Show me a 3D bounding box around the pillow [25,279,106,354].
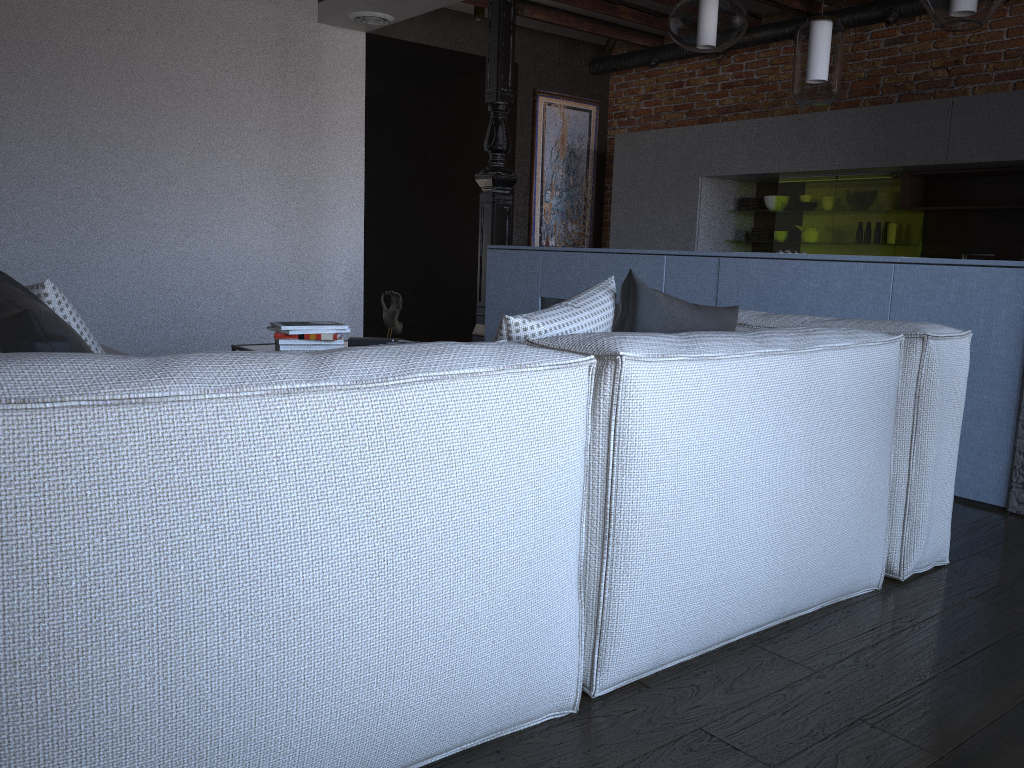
[{"bbox_3d":[-1.047,-0.069,1.984,0.495,0.355,0.293,8,11,36],"label":"pillow"}]

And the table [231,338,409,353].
[{"bbox_3d":[-0.585,0.064,3.482,0.842,0.389,0.848,-5,11,-39],"label":"table"}]

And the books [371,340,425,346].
[{"bbox_3d":[-0.399,-0.132,3.429,0.225,0.038,0.308,5,9,21],"label":"books"}]

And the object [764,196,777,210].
[{"bbox_3d":[2.034,-1.385,6.825,0.191,0.113,0.191,-3,10,-30],"label":"object"}]

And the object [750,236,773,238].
[{"bbox_3d":[1.952,-1.141,6.944,0.180,0.027,0.180,5,9,19],"label":"object"}]

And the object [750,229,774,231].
[{"bbox_3d":[1.954,-1.194,6.936,0.180,0.027,0.180,5,9,19],"label":"object"}]

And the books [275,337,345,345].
[{"bbox_3d":[-0.807,-0.178,3.521,0.251,0.023,0.209,-1,9,-19],"label":"books"}]

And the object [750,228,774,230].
[{"bbox_3d":[1.955,-1.204,6.935,0.180,0.027,0.180,5,9,19],"label":"object"}]

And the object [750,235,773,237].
[{"bbox_3d":[1.953,-1.152,6.943,0.180,0.027,0.180,5,9,19],"label":"object"}]

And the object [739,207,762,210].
[{"bbox_3d":[1.881,-1.377,7.006,0.180,0.027,0.180,5,9,19],"label":"object"}]

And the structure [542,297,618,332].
[{"bbox_3d":[0.563,-0.245,4.613,0.332,0.394,0.943,-5,11,-39],"label":"structure"}]

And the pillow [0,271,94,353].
[{"bbox_3d":[-0.876,-0.033,1.688,0.263,0.401,0.510,-7,12,-44],"label":"pillow"}]

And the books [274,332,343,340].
[{"bbox_3d":[-0.799,-0.196,3.495,0.239,0.023,0.190,1,9,-5],"label":"books"}]

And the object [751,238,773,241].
[{"bbox_3d":[1.952,-1.130,6.946,0.180,0.027,0.180,5,9,19],"label":"object"}]

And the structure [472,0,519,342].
[{"bbox_3d":[-2.215,-0.769,2.053,0.481,2.396,8.509,8,10,31],"label":"structure"}]

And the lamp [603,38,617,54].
[{"bbox_3d":[0.844,-2.930,7.573,0.130,0.207,0.091,6,10,23],"label":"lamp"}]

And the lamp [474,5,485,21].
[{"bbox_3d":[-0.259,-2.845,6.685,0.114,0.184,0.082,5,9,16],"label":"lamp"}]

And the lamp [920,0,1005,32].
[{"bbox_3d":[1.632,-1.653,3.137,0.367,0.748,0.367,4,9,14],"label":"lamp"}]

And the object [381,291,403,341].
[{"bbox_3d":[-0.520,-0.294,3.831,0.099,0.223,0.093,2,9,1],"label":"object"}]

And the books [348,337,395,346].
[{"bbox_3d":[-0.588,-0.180,3.718,0.182,0.029,0.129,2,9,-2],"label":"books"}]

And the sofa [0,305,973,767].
[{"bbox_3d":[-0.739,0.038,2.886,2.535,0.698,3.298,-5,11,-39],"label":"sofa"}]

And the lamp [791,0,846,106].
[{"bbox_3d":[1.273,-1.632,3.608,0.195,0.956,0.197,1,9,-9],"label":"lamp"}]

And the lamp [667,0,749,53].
[{"bbox_3d":[0.901,-1.856,4.026,0.364,0.665,0.364,8,11,34],"label":"lamp"}]

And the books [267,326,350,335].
[{"bbox_3d":[-0.803,-0.217,3.513,0.268,0.014,0.196,-5,11,-40],"label":"books"}]

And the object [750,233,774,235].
[{"bbox_3d":[1.953,-1.162,6.941,0.180,0.027,0.180,5,9,19],"label":"object"}]

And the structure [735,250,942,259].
[{"bbox_3d":[1.400,-0.529,3.736,0.504,0.057,0.763,-5,11,-39],"label":"structure"}]

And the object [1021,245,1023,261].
[{"bbox_3d":[1.853,-0.529,3.139,0.058,0.192,0.080,2,9,2],"label":"object"}]

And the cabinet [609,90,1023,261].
[{"bbox_3d":[2.415,-0.937,6.187,0.713,1.810,4.171,-5,11,-39],"label":"cabinet"}]

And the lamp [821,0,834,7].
[{"bbox_3d":[2.127,-2.657,5.999,0.110,0.184,0.082,6,10,22],"label":"lamp"}]

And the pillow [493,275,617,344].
[{"bbox_3d":[0.085,-0.047,2.030,0.250,0.402,0.543,8,10,33],"label":"pillow"}]

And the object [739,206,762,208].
[{"bbox_3d":[1.882,-1.387,7.004,0.180,0.027,0.180,5,9,19],"label":"object"}]

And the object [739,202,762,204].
[{"bbox_3d":[1.883,-1.419,6.999,0.180,0.027,0.180,5,9,19],"label":"object"}]

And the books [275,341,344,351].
[{"bbox_3d":[-0.806,-0.156,3.525,0.247,0.024,0.209,-1,9,-19],"label":"books"}]

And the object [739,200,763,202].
[{"bbox_3d":[1.883,-1.430,6.998,0.180,0.027,0.180,5,9,19],"label":"object"}]

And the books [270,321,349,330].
[{"bbox_3d":[-0.802,-0.232,3.510,0.268,0.014,0.196,-3,10,-27],"label":"books"}]

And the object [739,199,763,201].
[{"bbox_3d":[1.884,-1.440,6.996,0.180,0.027,0.180,5,9,19],"label":"object"}]

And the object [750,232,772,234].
[{"bbox_3d":[1.953,-1.173,6.939,0.180,0.027,0.180,5,9,19],"label":"object"}]

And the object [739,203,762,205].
[{"bbox_3d":[1.883,-1.408,7.001,0.180,0.027,0.180,5,9,19],"label":"object"}]

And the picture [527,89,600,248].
[{"bbox_3d":[0.475,-1.905,8.177,0.780,1.471,0.067,-5,11,-39],"label":"picture"}]

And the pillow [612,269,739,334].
[{"bbox_3d":[0.365,-0.079,2.219,0.238,0.417,0.538,10,12,40],"label":"pillow"}]

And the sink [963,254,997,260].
[{"bbox_3d":[3.089,-0.620,5.283,0.381,0.287,0.826,-5,11,-39],"label":"sink"}]

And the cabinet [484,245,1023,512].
[{"bbox_3d":[1.004,-0.204,4.257,0.607,0.845,2.958,-5,11,-39],"label":"cabinet"}]
